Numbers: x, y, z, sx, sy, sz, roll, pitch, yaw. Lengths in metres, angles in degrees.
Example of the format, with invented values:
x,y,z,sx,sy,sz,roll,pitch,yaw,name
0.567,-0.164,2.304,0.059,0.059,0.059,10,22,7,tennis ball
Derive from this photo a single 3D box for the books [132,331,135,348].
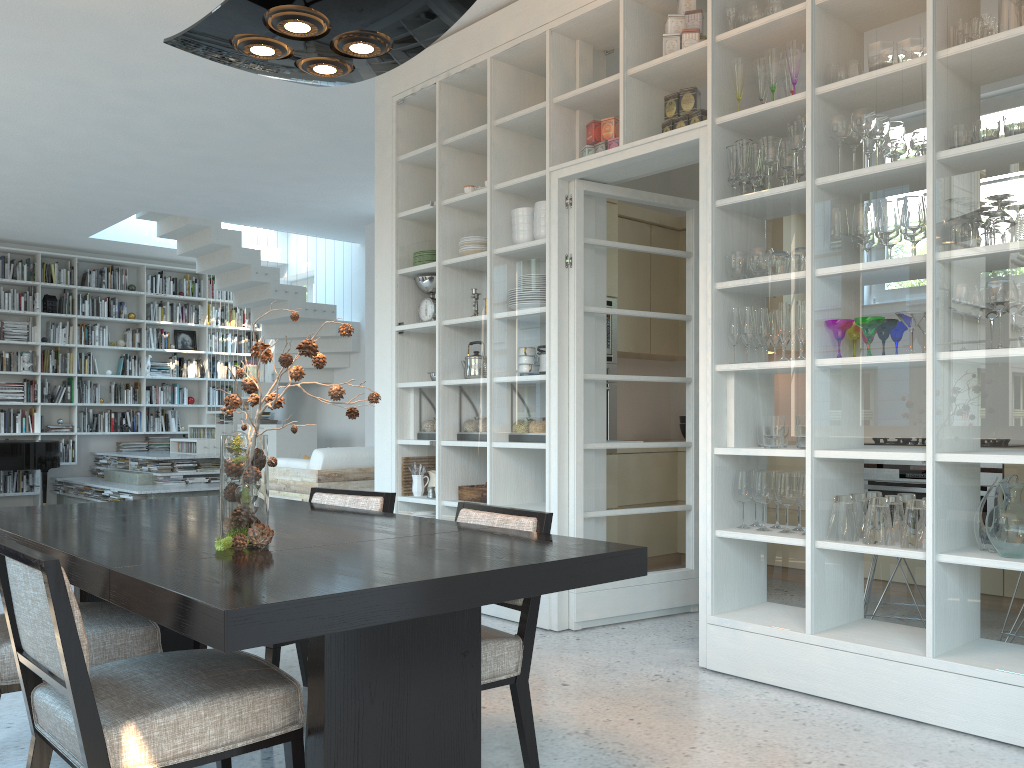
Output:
x,y,z,sx,sy,sz,roll,pitch,yaw,name
-5.038,-0.939,11.759,0.016,0.228,0.160,2,-2,-42,books

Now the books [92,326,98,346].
x,y,z,sx,sy,sz,roll,pitch,yaw,name
-5.371,-0.961,11.423,0.030,0.263,0.182,1,-2,-42,books

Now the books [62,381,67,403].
x,y,z,sx,sy,sz,roll,pitch,yaw,name
-5.647,-0.239,11.185,0.013,0.286,0.138,2,-2,-42,books

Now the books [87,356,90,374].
x,y,z,sx,sy,sz,roll,pitch,yaw,name
-5.447,-0.583,11.374,0.017,0.243,0.132,2,-2,-42,books

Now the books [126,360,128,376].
x,y,z,sx,sy,sz,roll,pitch,yaw,name
-5.097,-0.562,11.675,0.006,0.210,0.188,2,-2,-42,books

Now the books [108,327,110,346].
x,y,z,sx,sy,sz,roll,pitch,yaw,name
-5.269,-0.954,11.553,0.034,0.254,0.161,1,-2,-42,books

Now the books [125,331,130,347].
x,y,z,sx,sy,sz,roll,pitch,yaw,name
-5.079,-0.941,11.721,0.012,0.232,0.154,2,-2,-42,books

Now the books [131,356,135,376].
x,y,z,sx,sy,sz,roll,pitch,yaw,name
-5.035,-0.593,11.747,0.032,0.275,0.154,1,-2,-42,books

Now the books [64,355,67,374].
x,y,z,sx,sy,sz,roll,pitch,yaw,name
-5.647,-0.583,11.193,0.028,0.239,0.145,1,-2,-42,books

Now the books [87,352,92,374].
x,y,z,sx,sy,sz,roll,pitch,yaw,name
-5.425,-0.605,11.390,0.013,0.287,0.158,2,-2,-42,books

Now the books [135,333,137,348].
x,y,z,sx,sy,sz,roll,pitch,yaw,name
-5.014,-0.925,11.772,0.013,0.202,0.173,2,-2,-42,books

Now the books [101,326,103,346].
x,y,z,sx,sy,sz,roll,pitch,yaw,name
-5.333,-0.959,11.499,0.024,0.262,0.133,2,-2,-42,books

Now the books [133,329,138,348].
x,y,z,sx,sy,sz,roll,pitch,yaw,name
-4.996,-0.953,11.775,0.016,0.257,0.175,2,-2,-42,books

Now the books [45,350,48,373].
x,y,z,sx,sy,sz,roll,pitch,yaw,name
-5.819,-0.612,11.039,0.035,0.293,0.145,1,-2,-42,books

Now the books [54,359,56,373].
x,y,z,sx,sy,sz,roll,pitch,yaw,name
-5.749,-0.555,11.119,0.030,0.181,0.131,1,-2,-42,books

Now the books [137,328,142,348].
x,y,z,sx,sy,sz,roll,pitch,yaw,name
-4.959,-0.963,11.804,0.005,0.278,0.182,2,-2,-42,books

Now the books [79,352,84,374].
x,y,z,sx,sy,sz,roll,pitch,yaw,name
-5.494,-0.602,11.294,0.013,0.279,0.191,2,-2,-42,books

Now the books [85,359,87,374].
x,y,z,sx,sy,sz,roll,pitch,yaw,name
-5.461,-0.558,11.321,0.017,0.192,0.191,2,-2,-42,books

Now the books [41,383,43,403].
x,y,z,sx,sy,sz,roll,pitch,yaw,name
-5.853,-0.225,10.997,0.028,0.253,0.142,1,-2,-42,books

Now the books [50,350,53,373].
x,y,z,sx,sy,sz,roll,pitch,yaw,name
-5.765,-0.612,11.072,0.019,0.294,0.163,2,-2,-42,books

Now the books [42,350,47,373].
x,y,z,sx,sy,sz,roll,pitch,yaw,name
-5.821,-0.612,11.023,0.035,0.293,0.145,1,-2,-42,books

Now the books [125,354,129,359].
x,y,z,sx,sy,sz,roll,pitch,yaw,name
-5.091,-0.605,11.704,0.013,0.295,0.154,2,-2,-42,books

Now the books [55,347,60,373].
x,y,z,sx,sy,sz,roll,pitch,yaw,name
-5.711,-0.633,11.128,0.021,0.338,0.169,2,-2,-42,books

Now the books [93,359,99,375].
x,y,z,sx,sy,sz,roll,pitch,yaw,name
-5.374,-0.565,11.410,0.051,0.210,0.176,1,-2,-42,books

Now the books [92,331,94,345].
x,y,z,sx,sy,sz,roll,pitch,yaw,name
-5.412,-0.926,11.410,0.025,0.194,0.171,1,-2,-42,books

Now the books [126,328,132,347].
x,y,z,sx,sy,sz,roll,pitch,yaw,name
-5.061,-0.959,11.721,0.015,0.267,0.164,2,-2,-42,books

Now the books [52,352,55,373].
x,y,z,sx,sy,sz,roll,pitch,yaw,name
-5.766,-0.604,11.102,0.035,0.278,0.139,1,-2,-42,books

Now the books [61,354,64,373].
x,y,z,sx,sy,sz,roll,pitch,yaw,name
-5.666,-0.585,11.139,0.027,0.242,0.188,1,-2,-42,books

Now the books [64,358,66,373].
x,y,z,sx,sy,sz,roll,pitch,yaw,name
-5.653,-0.566,11.161,0.034,0.204,0.181,1,-2,-42,books

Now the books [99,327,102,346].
x,y,z,sx,sy,sz,roll,pitch,yaw,name
-5.338,-0.951,11.467,0.025,0.245,0.183,1,-2,-42,books

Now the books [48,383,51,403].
x,y,z,sx,sy,sz,roll,pitch,yaw,name
-5.794,-0.222,11.057,0.035,0.248,0.140,1,-2,-42,books

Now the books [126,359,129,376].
x,y,z,sx,sy,sz,roll,pitch,yaw,name
-5.090,-0.567,11.682,0.013,0.219,0.187,2,-2,-42,books

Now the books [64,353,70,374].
x,y,z,sx,sy,sz,roll,pitch,yaw,name
-5.626,-0.596,11.205,0.032,0.266,0.143,1,-2,-42,books

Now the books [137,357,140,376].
x,y,z,sx,sy,sz,roll,pitch,yaw,name
-4.978,-0.582,11.774,0.011,0.253,0.169,2,-2,-42,books

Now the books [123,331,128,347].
x,y,z,sx,sy,sz,roll,pitch,yaw,name
-5.097,-0.935,11.712,0.015,0.220,0.140,2,-2,-42,books

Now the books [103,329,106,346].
x,y,z,sx,sy,sz,roll,pitch,yaw,name
-5.307,-0.944,11.503,0.021,0.232,0.183,2,-2,-42,books

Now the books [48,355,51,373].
x,y,z,sx,sy,sz,roll,pitch,yaw,name
-5.779,-0.581,11.062,0.015,0.232,0.180,2,-2,-42,books

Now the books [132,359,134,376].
x,y,z,sx,sy,sz,roll,pitch,yaw,name
-5.039,-0.569,11.722,0.012,0.224,0.178,2,-2,-42,books

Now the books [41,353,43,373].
x,y,z,sx,sy,sz,roll,pitch,yaw,name
-5.861,-0.590,11.022,0.013,0.247,0.176,2,-2,-42,books

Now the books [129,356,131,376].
x,y,z,sx,sy,sz,roll,pitch,yaw,name
-5.065,-0.588,11.708,0.018,0.263,0.165,2,-2,-42,books

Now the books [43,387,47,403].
x,y,z,sx,sy,sz,roll,pitch,yaw,name
-5.819,-0.195,11.000,0.027,0.192,0.182,1,-2,-42,books

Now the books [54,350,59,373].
x,y,z,sx,sy,sz,roll,pitch,yaw,name
-5.708,-0.611,11.105,0.019,0.293,0.182,2,-2,-42,books

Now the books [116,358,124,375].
x,y,z,sx,sy,sz,roll,pitch,yaw,name
-5.149,-0.577,11.646,0.056,0.241,0.153,1,-2,-42,books

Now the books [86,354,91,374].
x,y,z,sx,sy,sz,roll,pitch,yaw,name
-5.433,-0.596,11.376,0.006,0.270,0.178,2,-2,-42,books

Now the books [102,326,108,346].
x,y,z,sx,sy,sz,roll,pitch,yaw,name
-5.282,-0.964,11.511,0.024,0.272,0.169,2,-2,-42,books

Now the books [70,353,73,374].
x,y,z,sx,sy,sz,roll,pitch,yaw,name
-5.606,-0.597,11.240,0.033,0.269,0.141,1,-2,-42,books

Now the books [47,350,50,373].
x,y,z,sx,sy,sz,roll,pitch,yaw,name
-5.800,-0.612,11.056,0.035,0.293,0.145,1,-2,-42,books

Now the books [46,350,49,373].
x,y,z,sx,sy,sz,roll,pitch,yaw,name
-5.799,-0.612,11.037,0.035,0.293,0.145,1,-2,-42,books

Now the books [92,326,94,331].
x,y,z,sx,sy,sz,roll,pitch,yaw,name
-5.402,-0.957,11.427,0.011,0.257,0.131,2,-2,-42,books

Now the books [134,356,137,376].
x,y,z,sx,sy,sz,roll,pitch,yaw,name
-5.004,-0.593,11.746,0.012,0.273,0.183,2,-2,-42,books

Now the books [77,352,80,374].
x,y,z,sx,sy,sz,roll,pitch,yaw,name
-5.537,-0.606,11.276,0.035,0.288,0.191,1,-2,-42,books

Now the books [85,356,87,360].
x,y,z,sx,sy,sz,roll,pitch,yaw,name
-5.469,-0.583,11.349,0.008,0.242,0.169,2,-2,-42,books

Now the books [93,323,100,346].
x,y,z,sx,sy,sz,roll,pitch,yaw,name
-5.367,-0.976,11.462,0.027,0.295,0.159,2,-2,-42,books

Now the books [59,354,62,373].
x,y,z,sx,sy,sz,roll,pitch,yaw,name
-5.699,-0.590,11.142,0.033,0.253,0.174,1,-2,-42,books

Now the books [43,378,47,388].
x,y,z,sx,sy,sz,roll,pitch,yaw,name
-5.814,-0.252,11.027,0.013,0.307,0.141,2,-2,-42,books

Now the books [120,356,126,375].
x,y,z,sx,sy,sz,roll,pitch,yaw,name
-5.117,-0.589,11.667,0.021,0.264,0.174,2,-2,-42,books
